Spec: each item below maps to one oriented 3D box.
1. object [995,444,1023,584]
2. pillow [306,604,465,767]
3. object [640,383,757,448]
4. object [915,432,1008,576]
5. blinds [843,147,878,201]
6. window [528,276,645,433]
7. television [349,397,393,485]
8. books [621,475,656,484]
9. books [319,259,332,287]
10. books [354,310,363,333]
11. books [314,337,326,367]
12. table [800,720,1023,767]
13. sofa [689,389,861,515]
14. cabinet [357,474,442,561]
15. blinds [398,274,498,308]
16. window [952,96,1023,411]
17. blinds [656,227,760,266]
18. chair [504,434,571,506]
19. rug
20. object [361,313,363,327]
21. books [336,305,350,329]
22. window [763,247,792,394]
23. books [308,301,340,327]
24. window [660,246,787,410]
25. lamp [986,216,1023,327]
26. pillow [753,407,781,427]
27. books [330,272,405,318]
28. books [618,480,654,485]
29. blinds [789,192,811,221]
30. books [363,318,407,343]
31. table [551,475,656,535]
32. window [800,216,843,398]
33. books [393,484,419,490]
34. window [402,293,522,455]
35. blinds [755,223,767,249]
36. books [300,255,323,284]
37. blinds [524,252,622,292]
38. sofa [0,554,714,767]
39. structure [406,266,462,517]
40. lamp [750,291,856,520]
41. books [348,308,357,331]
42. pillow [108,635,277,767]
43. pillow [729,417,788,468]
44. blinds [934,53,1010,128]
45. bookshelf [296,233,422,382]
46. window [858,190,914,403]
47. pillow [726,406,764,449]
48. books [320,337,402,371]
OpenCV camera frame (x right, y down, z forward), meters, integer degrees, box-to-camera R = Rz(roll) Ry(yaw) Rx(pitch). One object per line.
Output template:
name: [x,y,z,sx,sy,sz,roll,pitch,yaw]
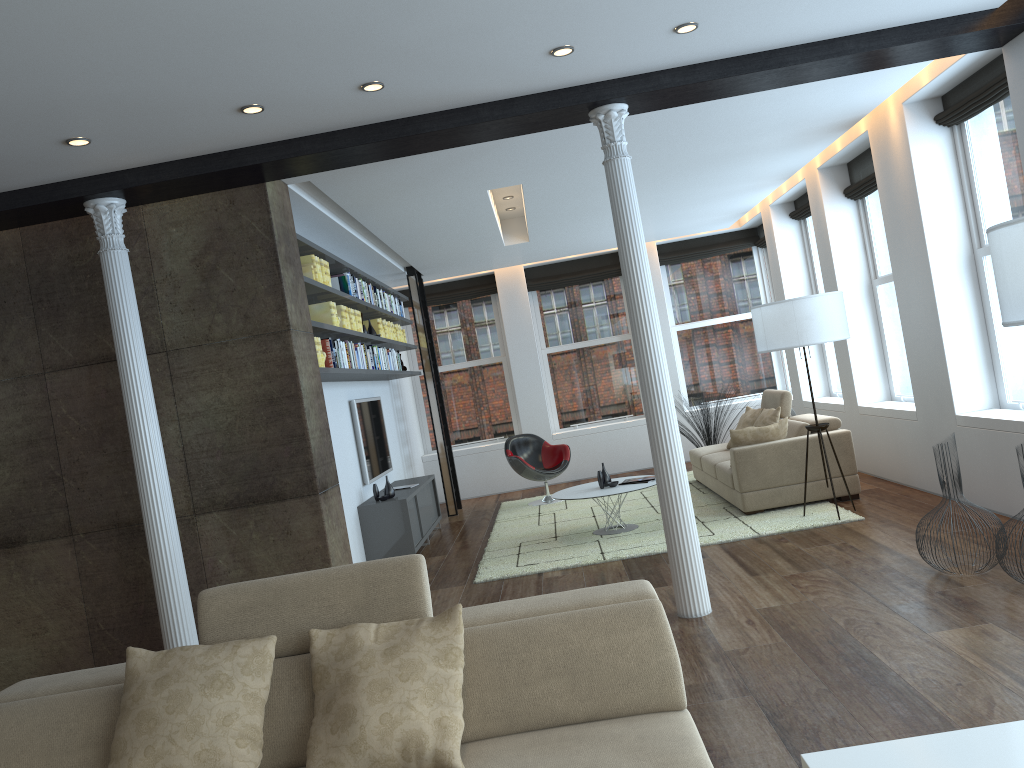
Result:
object: [2.667,0.627,4.481,0.458,0.781,0.458,-10,0,1]
pillow: [-0.391,0.950,2.741,0.519,0.416,0.368,-10,0,7]
object: [2.278,0.548,10.573,1.119,1.014,1.125,-10,0,-11]
object: [2.471,0.660,4.956,0.458,0.781,0.458,-10,0,1]
blinds: [3.230,-1.936,7.883,0.156,0.393,1.342,-10,0,2]
window: [1.068,-0.540,12.371,1.420,2.400,0.123,-10,0,2]
television: [-1.416,0.545,8.955,0.074,0.812,1.307,-10,0,2]
books: [1.138,0.849,7.876,0.300,0.010,0.220,-10,0,17]
books: [-1.480,-0.805,6.670,0.189,0.228,0.249,-10,0,2]
books: [-1.428,-0.520,7.789,0.189,0.228,0.249,-10,0,2]
books: [-1.415,-0.198,6.241,0.189,0.224,0.345,-10,0,2]
table: [1.327,1.151,2.264,0.900,0.170,0.900,-10,0,2]
sofa: [2.426,0.576,8.754,1.018,0.950,2.581,-10,0,2]
cabinet: [-1.076,1.352,8.932,0.450,0.603,2.000,-10,0,2]
blinds: [-0.903,-1.273,12.347,1.412,0.307,0.156,-10,0,2]
window: [3.384,-0.930,5.815,0.123,2.400,1.391,-10,0,2]
blinds: [2.689,-1.890,12.204,1.442,0.312,0.155,-10,0,2]
chair: [0.334,0.984,10.499,0.810,0.818,0.669,-10,0,-18]
rug: [1.259,1.249,8.824,2.972,0.020,4.231,-10,0,2]
object: [-1.398,-0.524,7.978,0.124,0.219,0.124,-10,0,0]
books: [-1.448,-0.516,7.274,0.189,0.228,0.249,-10,0,2]
window: [10.009,-1.474,17.399,34.761,17.917,13.698,-10,0,2]
books: [-1.458,-0.511,6.992,0.189,0.224,0.345,-10,0,2]
window: [2.886,-0.853,12.292,1.474,2.400,0.123,-10,0,2]
lamp: [2.218,0.222,3.146,0.698,1.728,0.698,-10,0,26]
pillow: [2.406,0.449,8.499,0.301,0.439,0.534,-10,0,-1]
books: [-1.422,-0.834,8.919,0.242,0.237,2.981,-10,0,2]
books: [1.124,0.861,7.856,0.300,0.010,0.220,-10,0,37]
blinds: [3.288,-2.009,9.673,0.156,0.275,1.442,-10,0,2]
books: [-1.381,-0.539,9.564,0.242,0.237,1.489,-10,0,2]
table: [0.888,1.106,7.881,1.022,0.393,1.022,-10,0,-43]
window: [3.532,-0.961,9.675,0.123,2.400,1.444,-10,0,2]
books: [-1.118,1.049,8.969,0.300,0.010,0.220,-10,0,17]
window: [-0.724,-0.230,12.443,1.420,2.400,0.123,-10,0,2]
blinds: [3.363,-1.997,11.488,0.156,0.327,1.377,-10,0,2]
books: [-1.493,-0.801,6.400,0.209,0.220,0.278,-10,0,1]
blinds: [0.889,-1.554,12.276,1.422,0.363,0.156,-10,0,2]
sofa: [-0.736,1.130,2.755,2.581,0.950,1.021,-10,0,2]
structure: [-0.960,0.087,10.982,0.120,3.059,0.600,-10,0,2]
lamp: [2.364,0.191,6.932,0.698,1.728,0.698,-10,0,26]
books: [-1.440,-0.516,7.519,0.209,0.220,0.278,-10,0,1]
pillow: [-1.008,1.046,2.779,0.534,0.439,0.301,-10,0,6]
pillow: [2.146,0.517,7.749,0.518,0.393,0.395,-10,0,-1]
blinds: [3.140,-1.978,5.817,0.156,0.275,1.396,-10,0,2]
bookshelf: [-1.453,-0.522,8.247,0.400,0.942,4.804,-10,0,2]
window: [3.464,-0.946,7.882,0.123,2.400,1.345,-10,0,2]
pillow: [2.419,0.456,9.124,0.368,0.416,0.519,-10,0,-2]
books: [-1.357,-0.221,7.900,0.242,0.237,2.981,-10,0,2]
